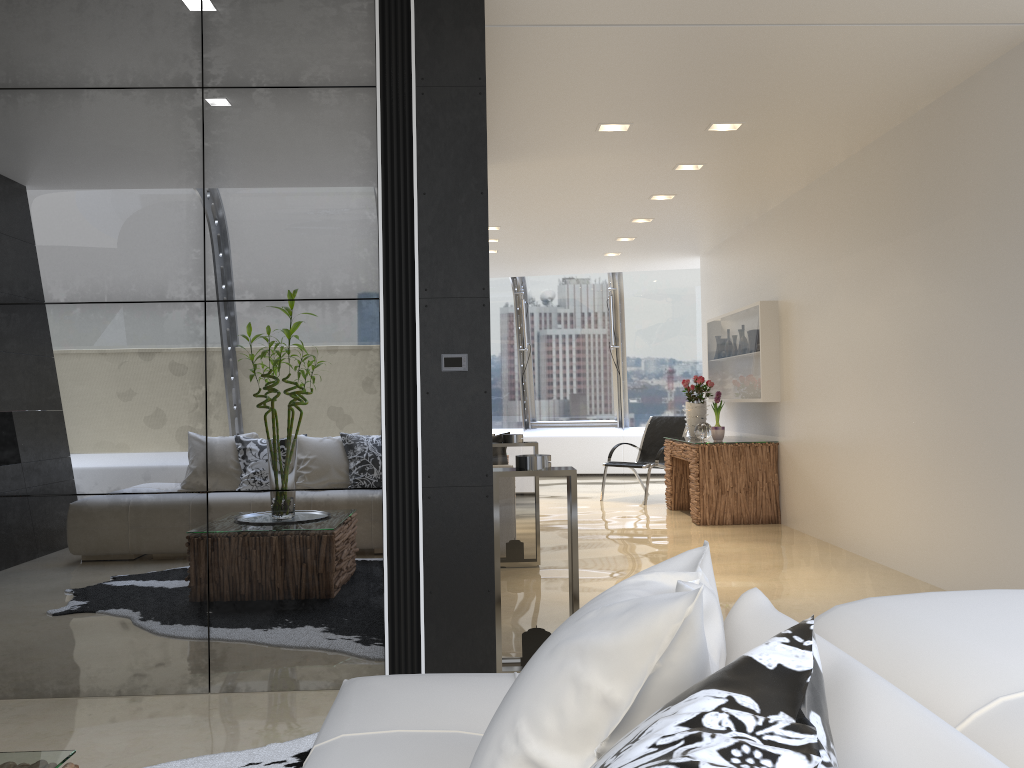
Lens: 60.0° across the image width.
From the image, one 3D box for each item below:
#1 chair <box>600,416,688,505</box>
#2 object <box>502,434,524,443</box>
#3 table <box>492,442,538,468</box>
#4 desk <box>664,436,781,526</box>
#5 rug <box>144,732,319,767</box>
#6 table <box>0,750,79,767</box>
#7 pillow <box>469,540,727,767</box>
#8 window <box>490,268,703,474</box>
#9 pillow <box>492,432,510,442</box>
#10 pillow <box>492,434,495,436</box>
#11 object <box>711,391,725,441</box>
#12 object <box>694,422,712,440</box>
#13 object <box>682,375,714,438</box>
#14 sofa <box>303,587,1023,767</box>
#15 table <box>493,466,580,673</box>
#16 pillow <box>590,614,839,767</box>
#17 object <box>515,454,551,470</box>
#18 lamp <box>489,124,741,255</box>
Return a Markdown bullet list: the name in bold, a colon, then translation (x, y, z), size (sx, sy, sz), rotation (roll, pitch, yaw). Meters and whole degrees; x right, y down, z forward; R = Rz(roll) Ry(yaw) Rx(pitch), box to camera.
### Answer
- **chair**: translation (1.576, 0.870, 10.295), size (0.943, 0.972, 0.752), rotation (0, -2, -42)
- **object**: translation (0.005, 0.388, 6.296), size (0.153, 0.059, 0.151), rotation (0, -2, -42)
- **table**: translation (0.013, 0.852, 6.286), size (0.350, 0.872, 0.202), rotation (-1, -1, -2)
- **desk**: translation (2.035, 0.927, 8.791), size (0.793, 0.762, 1.436), rotation (-1, -1, -2)
- **rug**: translation (-1.333, 1.209, 1.562), size (2.740, 0.008, 2.739), rotation (-1, -1, -16)
- **table**: translation (-1.359, 1.000, 1.423), size (0.923, 0.448, 1.007), rotation (-1, -1, -2)
- **pillow**: translation (-0.730, 0.460, 0.069), size (3.322, 0.530, 1.656), rotation (0, -1, -32)
- **window**: translation (3.256, -0.219, 5.906), size (16.171, 3.674, 16.693), rotation (-1, -1, 4)
- **pillow**: translation (-0.402, 0.639, 6.929), size (0.808, 0.525, 0.434), rotation (-1, -1, -6)
- **pillow**: translation (-0.438, 0.646, 7.188), size (0.607, 0.483, 0.368), rotation (-1, -1, -3)
- **object**: translation (1.945, 0.303, 8.390), size (0.129, 0.476, 0.129), rotation (0, -2, -42)
- **object**: translation (1.869, 0.459, 8.650), size (0.175, 0.179, 0.174), rotation (-2, -1, 31)
- **object**: translation (1.953, 0.235, 9.295), size (0.350, 0.654, 0.327), rotation (-1, -1, 18)
- **sofa**: translation (-1.087, 0.760, 0.663), size (4.169, 0.866, 3.257), rotation (-1, -1, -2)
- **table**: translation (0.100, 0.799, 3.789), size (0.350, 0.872, 0.202), rotation (-1, -1, -2)
- **pillow**: translation (0.088, 0.490, 0.735), size (0.394, 0.471, 0.604), rotation (-1, -1, 14)
- **object**: translation (0.092, 0.335, 3.799), size (0.153, 0.059, 0.151), rotation (-2, -1, 38)
- **lamp**: translation (1.294, -1.645, 6.102), size (9.928, 0.004, 9.775), rotation (-1, -1, -1)
